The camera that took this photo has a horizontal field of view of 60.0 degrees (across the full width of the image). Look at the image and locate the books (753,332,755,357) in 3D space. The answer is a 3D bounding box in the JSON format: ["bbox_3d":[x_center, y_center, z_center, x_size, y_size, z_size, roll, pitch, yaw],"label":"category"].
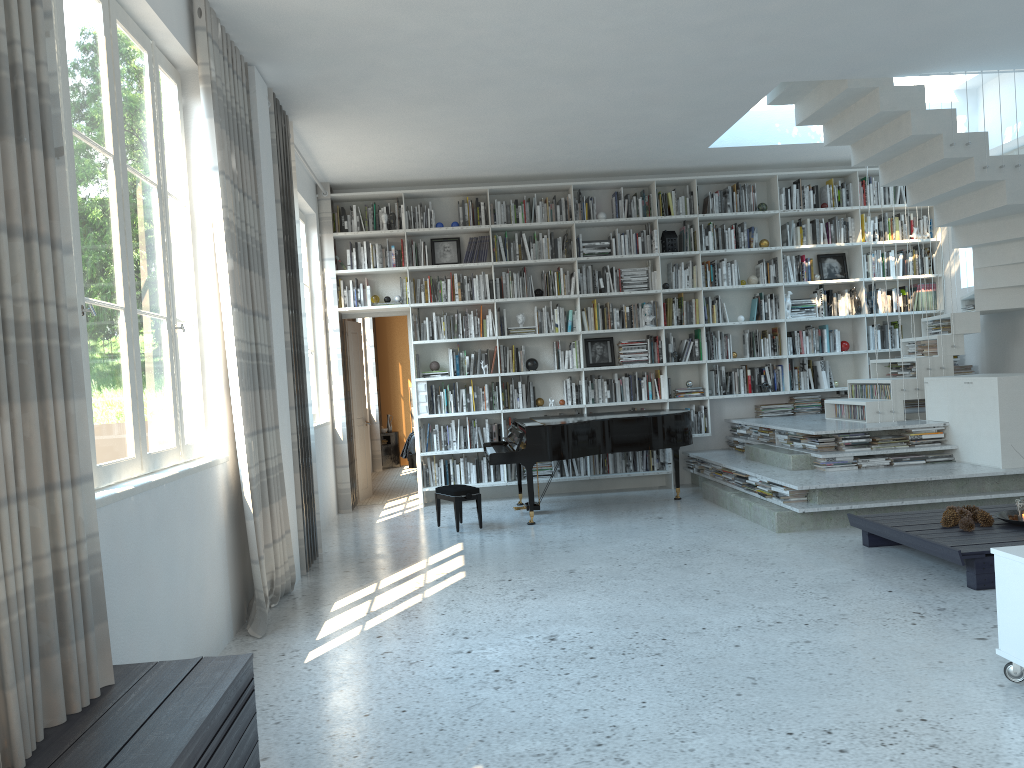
[{"bbox_3d":[2.483,-0.404,9.193,0.008,0.259,0.158,-4,1,-4],"label":"books"}]

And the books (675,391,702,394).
[{"bbox_3d":[1.810,0.082,9.100,0.254,0.012,0.161,-4,0,1],"label":"books"}]

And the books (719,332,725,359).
[{"bbox_3d":[2.167,-0.396,9.177,0.006,0.285,0.159,-4,1,-4],"label":"books"}]

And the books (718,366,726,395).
[{"bbox_3d":[2.160,-0.033,9.155,0.030,0.294,0.188,-4,1,-4],"label":"books"}]

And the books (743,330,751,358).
[{"bbox_3d":[2.439,-0.416,9.204,0.016,0.290,0.131,-4,1,-4],"label":"books"}]

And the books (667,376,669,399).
[{"bbox_3d":[1.580,0.036,9.142,0.027,0.229,0.141,-4,1,-4],"label":"books"}]

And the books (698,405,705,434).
[{"bbox_3d":[1.934,0.360,9.064,0.021,0.285,0.172,-4,1,-4],"label":"books"}]

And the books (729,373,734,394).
[{"bbox_3d":[2.257,-0.001,9.179,0.011,0.217,0.175,-4,1,-4],"label":"books"}]

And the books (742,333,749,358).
[{"bbox_3d":[2.424,-0.396,9.191,0.019,0.252,0.130,-4,1,-4],"label":"books"}]

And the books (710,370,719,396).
[{"bbox_3d":[2.087,-0.013,9.150,0.023,0.262,0.186,-4,1,-4],"label":"books"}]

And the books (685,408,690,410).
[{"bbox_3d":[1.801,0.379,9.063,0.005,0.264,0.162,-4,1,-4],"label":"books"}]

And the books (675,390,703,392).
[{"bbox_3d":[1.809,0.070,9.089,0.254,0.012,0.161,-4,0,-4],"label":"books"}]

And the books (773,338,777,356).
[{"bbox_3d":[2.698,-0.378,9.183,0.016,0.180,0.189,-4,1,-4],"label":"books"}]

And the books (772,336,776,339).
[{"bbox_3d":[2.711,-0.391,9.212,0.016,0.205,0.141,-4,1,-4],"label":"books"}]

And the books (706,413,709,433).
[{"bbox_3d":[1.980,0.397,9.087,0.012,0.206,0.160,-4,1,-4],"label":"books"}]

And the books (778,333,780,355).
[{"bbox_3d":[2.747,-0.411,9.224,0.019,0.241,0.134,-4,1,-4],"label":"books"}]

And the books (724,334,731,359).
[{"bbox_3d":[2.228,-0.388,9.173,0.014,0.261,0.142,-4,1,-4],"label":"books"}]

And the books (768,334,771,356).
[{"bbox_3d":[2.642,-0.399,9.193,0.018,0.229,0.181,-4,1,-4],"label":"books"}]

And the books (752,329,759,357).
[{"bbox_3d":[2.526,-0.420,9.202,0.007,0.285,0.159,-4,1,-4],"label":"books"}]

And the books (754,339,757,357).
[{"bbox_3d":[2.503,-0.380,9.214,0.031,0.208,0.122,-4,1,-4],"label":"books"}]

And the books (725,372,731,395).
[{"bbox_3d":[2.218,-0.006,9.175,0.065,0.231,0.162,-4,1,-4],"label":"books"}]

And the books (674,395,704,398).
[{"bbox_3d":[1.813,0.130,9.096,0.285,0.012,0.159,-4,0,-1],"label":"books"}]

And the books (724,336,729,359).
[{"bbox_3d":[2.200,-0.375,9.170,0.015,0.238,0.176,-4,1,-4],"label":"books"}]

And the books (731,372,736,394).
[{"bbox_3d":[2.276,-0.011,9.190,0.029,0.235,0.142,-4,1,-4],"label":"books"}]

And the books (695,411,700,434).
[{"bbox_3d":[1.891,0.393,9.054,0.026,0.225,0.175,-4,1,-4],"label":"books"}]

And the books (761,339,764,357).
[{"bbox_3d":[2.562,-0.370,9.179,0.018,0.182,0.182,-4,1,-4],"label":"books"}]

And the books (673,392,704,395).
[{"bbox_3d":[1.810,0.094,9.096,0.285,0.012,0.159,-4,0,-1],"label":"books"}]

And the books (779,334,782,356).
[{"bbox_3d":[2.768,-0.404,9.221,0.009,0.224,0.146,-4,1,-4],"label":"books"}]

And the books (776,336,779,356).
[{"bbox_3d":[2.726,-0.391,9.203,0.013,0.204,0.158,-4,1,-4],"label":"books"}]

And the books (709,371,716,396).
[{"bbox_3d":[2.068,-0.007,9.169,0.012,0.254,0.161,-4,1,-4],"label":"books"}]

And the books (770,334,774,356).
[{"bbox_3d":[2.676,-0.402,9.208,0.021,0.232,0.155,-4,1,-4],"label":"books"}]

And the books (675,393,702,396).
[{"bbox_3d":[1.811,0.106,9.098,0.254,0.012,0.161,-4,0,2],"label":"books"}]

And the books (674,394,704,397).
[{"bbox_3d":[1.812,0.118,9.101,0.285,0.012,0.159,-4,0,1],"label":"books"}]

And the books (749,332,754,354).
[{"bbox_3d":[2.472,-0.405,9.193,0.015,0.262,0.149,-4,1,-4],"label":"books"}]

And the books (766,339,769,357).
[{"bbox_3d":[2.619,-0.374,9.189,0.019,0.183,0.190,-4,1,-4],"label":"books"}]

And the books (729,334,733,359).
[{"bbox_3d":[2.241,-0.384,9.175,0.013,0.251,0.172,-4,1,-4],"label":"books"}]

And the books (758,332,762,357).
[{"bbox_3d":[2.542,-0.403,9.178,0.018,0.251,0.184,-4,1,-4],"label":"books"}]

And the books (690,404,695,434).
[{"bbox_3d":[1.844,0.358,9.077,0.032,0.300,0.149,-4,1,-4],"label":"books"}]

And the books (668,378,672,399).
[{"bbox_3d":[1.609,0.044,9.147,0.030,0.210,0.136,-4,1,-4],"label":"books"}]

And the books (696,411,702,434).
[{"bbox_3d":[1.908,0.392,9.072,0.012,0.225,0.149,-4,1,-4],"label":"books"}]

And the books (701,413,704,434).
[{"bbox_3d":[1.921,0.398,9.056,0.011,0.212,0.178,-4,1,-4],"label":"books"}]

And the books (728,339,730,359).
[{"bbox_3d":[2.216,-0.360,9.168,0.014,0.207,0.180,-4,1,-4],"label":"books"}]

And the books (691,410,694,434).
[{"bbox_3d":[1.824,0.387,9.057,0.014,0.246,0.176,-4,1,-4],"label":"books"}]

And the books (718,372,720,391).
[{"bbox_3d":[2.115,-0.004,9.178,0.015,0.240,0.152,-4,1,-4],"label":"books"}]

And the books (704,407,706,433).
[{"bbox_3d":[1.951,0.366,9.086,0.015,0.271,0.157,-4,1,-4],"label":"books"}]

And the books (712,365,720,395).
[{"bbox_3d":[2.102,-0.041,9.152,0.010,0.316,0.186,-4,1,-4],"label":"books"}]

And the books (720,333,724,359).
[{"bbox_3d":[2.149,-0.386,9.160,0.012,0.267,0.183,-4,1,-4],"label":"books"}]

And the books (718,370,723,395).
[{"bbox_3d":[2.135,-0.013,9.155,0.023,0.256,0.178,-4,1,-4],"label":"books"}]

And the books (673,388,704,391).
[{"bbox_3d":[1.808,0.058,9.097,0.285,0.012,0.159,-4,0,0],"label":"books"}]

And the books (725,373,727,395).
[{"bbox_3d":[2.180,-0.026,9.166,0.010,0.277,0.174,-4,1,-4],"label":"books"}]

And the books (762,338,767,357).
[{"bbox_3d":[2.602,-0.379,9.192,0.015,0.195,0.175,-4,1,-4],"label":"books"}]

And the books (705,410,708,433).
[{"bbox_3d":[1.967,0.384,9.074,0.013,0.233,0.149,-4,1,-4],"label":"books"}]

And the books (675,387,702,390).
[{"bbox_3d":[1.807,0.046,9.090,0.254,0.012,0.161,-4,0,5],"label":"books"}]

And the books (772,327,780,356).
[{"bbox_3d":[2.734,-0.438,9.196,0.007,0.295,0.162,-4,1,-4],"label":"books"}]

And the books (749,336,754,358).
[{"bbox_3d":[2.459,-0.380,9.178,0.016,0.216,0.177,-4,1,-4],"label":"books"}]

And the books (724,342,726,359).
[{"bbox_3d":[2.180,-0.344,9.178,0.013,0.179,0.140,-4,1,-4],"label":"books"}]

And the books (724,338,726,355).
[{"bbox_3d":[2.188,-0.366,9.179,0.008,0.223,0.133,-4,1,-4],"label":"books"}]

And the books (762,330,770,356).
[{"bbox_3d":[2.628,-0.420,9.192,0.006,0.274,0.173,-4,1,-4],"label":"books"}]

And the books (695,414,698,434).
[{"bbox_3d":[1.870,0.406,9.078,0.013,0.202,0.139,-4,1,-4],"label":"books"}]
